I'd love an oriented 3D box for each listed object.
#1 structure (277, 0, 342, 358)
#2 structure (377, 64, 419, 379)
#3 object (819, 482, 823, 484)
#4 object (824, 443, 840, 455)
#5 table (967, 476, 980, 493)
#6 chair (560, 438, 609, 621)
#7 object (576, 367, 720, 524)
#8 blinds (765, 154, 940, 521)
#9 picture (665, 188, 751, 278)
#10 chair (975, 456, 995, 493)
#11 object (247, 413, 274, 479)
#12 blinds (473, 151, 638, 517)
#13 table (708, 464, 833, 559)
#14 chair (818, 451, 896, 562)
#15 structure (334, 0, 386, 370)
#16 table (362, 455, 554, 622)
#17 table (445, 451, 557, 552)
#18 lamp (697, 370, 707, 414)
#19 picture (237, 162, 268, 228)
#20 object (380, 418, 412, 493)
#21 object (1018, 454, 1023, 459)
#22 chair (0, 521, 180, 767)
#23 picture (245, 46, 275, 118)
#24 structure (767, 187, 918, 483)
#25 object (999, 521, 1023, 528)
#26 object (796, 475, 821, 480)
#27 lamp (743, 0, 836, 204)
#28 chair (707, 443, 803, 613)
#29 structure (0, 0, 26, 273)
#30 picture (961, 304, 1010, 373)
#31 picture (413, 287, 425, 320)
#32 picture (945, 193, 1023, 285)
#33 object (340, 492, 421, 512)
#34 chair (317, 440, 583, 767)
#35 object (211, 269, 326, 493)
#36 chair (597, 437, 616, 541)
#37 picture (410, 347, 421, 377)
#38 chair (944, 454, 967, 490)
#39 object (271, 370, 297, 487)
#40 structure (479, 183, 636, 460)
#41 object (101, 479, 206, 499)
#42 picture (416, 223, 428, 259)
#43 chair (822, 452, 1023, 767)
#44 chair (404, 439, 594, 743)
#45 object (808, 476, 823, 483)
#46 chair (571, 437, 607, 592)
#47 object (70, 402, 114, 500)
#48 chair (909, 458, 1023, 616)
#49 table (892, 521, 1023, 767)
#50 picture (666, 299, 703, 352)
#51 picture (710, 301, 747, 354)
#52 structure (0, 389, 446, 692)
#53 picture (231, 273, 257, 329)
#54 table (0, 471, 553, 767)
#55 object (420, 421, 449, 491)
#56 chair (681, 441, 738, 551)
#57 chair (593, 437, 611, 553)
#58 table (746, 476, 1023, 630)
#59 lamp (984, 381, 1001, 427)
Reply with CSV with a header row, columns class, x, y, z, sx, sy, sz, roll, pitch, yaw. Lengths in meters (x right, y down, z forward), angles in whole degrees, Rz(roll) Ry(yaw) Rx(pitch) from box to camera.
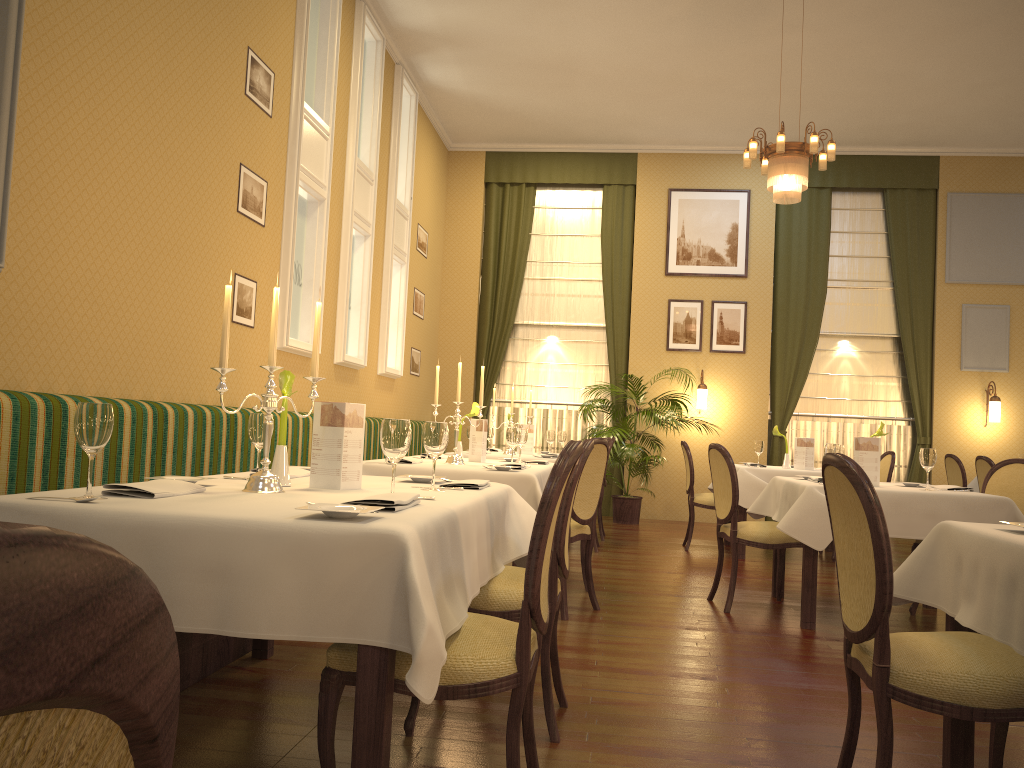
class,x,y,z,sx,sy,sz,roll,pitch,yaw
structure,-1.470,-1.701,6.292,0.200,2.985,0.687,2,-3,7
structure,-1.166,-1.558,8.735,0.200,2.985,0.670,2,-3,7
object,1.792,0.555,4.903,0.185,0.010,0.017,2,-3,8
object,1.800,0.450,4.993,0.088,0.229,0.088,5,-4,-41
table,5.174,1.274,8.143,1.385,0.759,2.152,2,-3,7
chair,0.211,0.761,4.891,0.571,0.955,0.530,1,-4,32
object,1.408,0.666,9.960,1.496,1.807,1.552,3,-3,-12
blinds,3.986,-0.561,10.387,1.878,4.537,0.129,2,-3,7
picture,2.340,-1.809,10.605,0.966,1.057,0.027,2,-3,7
chair,4.418,1.125,7.837,0.571,0.955,0.530,2,-3,7
object,-0.883,0.217,3.100,0.088,0.229,0.088,5,-4,-35
blinds,0.510,-0.711,10.839,1.934,4.537,0.225,3,-3,6
table,2.470,1.122,7.812,1.389,0.759,1.395,2,-3,9
chair,3.002,1.047,7.704,0.571,0.955,0.530,2,-3,7
structure,-1.323,-1.632,7.477,0.200,2.985,0.661,2,-3,7
table,-0.259,0.862,5.446,1.385,0.759,2.152,2,-3,7
table,0.074,1.019,8.120,1.385,0.759,2.152,2,-3,7
lamp,2.194,0.085,10.360,0.114,0.513,0.323,3,-3,-4
picture,-1.586,-1.150,5.428,0.008,0.294,0.401,2,-3,7
object,-0.329,0.213,2.486,0.088,0.229,0.088,5,-4,-35
object,4.884,0.786,8.477,0.088,0.229,0.088,5,-4,-35
chair,-0.391,0.480,0.096,0.571,0.955,0.530,2,-3,7
picture,-1.551,-1.853,5.465,0.008,0.294,0.401,2,-3,7
structure,3.992,-0.542,10.505,1.900,4.511,0.134,2,-3,7
object,1.460,0.404,2.448,0.160,0.024,0.160,2,-3,7
object,1.835,0.580,5.460,0.160,0.024,0.160,2,-3,7
lamp,2.001,-2.199,6.359,0.593,1.796,0.593,3,-3,5
chair,1.443,0.841,5.247,0.571,0.955,0.530,3,-3,-3
structure,-1.898,-1.962,2.835,0.200,3.103,0.956,2,-3,7
picture,5.417,-0.525,10.145,0.512,0.769,0.027,2,-3,7
picture,-1.034,-0.891,9.861,0.008,0.294,0.504,2,-3,7
picture,5.509,-1.673,10.201,0.966,1.057,0.027,2,-3,7
object,-0.335,0.303,2.290,0.142,0.033,0.273,2,-3,7
chair,-0.133,0.602,2.184,0.571,0.955,0.530,2,-3,7
object,-0.705,-0.010,2.593,0.131,0.655,0.390,1,-3,26
chair,0.671,0.966,8.367,0.571,0.955,0.530,2,-3,7
picture,-1.068,-0.242,9.814,0.008,0.294,0.437,2,-3,7
chair,4.513,1.169,8.602,0.571,0.955,0.530,2,-3,7
object,-0.738,0.139,2.863,0.076,0.375,0.163,3,-3,-11
structure,0.522,-0.692,10.951,1.942,4.511,0.123,2,-3,7
object,-0.934,0.275,2.332,0.142,0.033,0.273,2,-3,7
picture,-0.999,-1.593,9.898,0.008,0.294,0.504,2,-3,7
chair,1.070,0.664,2.226,0.571,0.955,0.530,2,-3,7
chair,-0.028,0.651,3.012,0.571,0.955,0.530,2,-3,7
object,1.832,0.563,5.190,0.142,0.033,0.273,2,-3,7
chair,0.307,0.808,5.698,0.571,0.955,0.530,2,-3,7
object,-1.009,0.160,2.129,0.088,0.229,0.088,5,-4,-35
chair,2.675,0.893,5.061,0.571,0.955,0.530,4,-3,-13
table,1.762,0.789,2.127,1.389,0.759,1.395,2,-3,9
picture,2.062,-0.698,10.578,0.412,0.619,0.022,2,-3,7
picture,2.567,-0.676,10.514,0.412,0.619,0.022,2,-3,7
structure,-1.490,0.575,3.610,0.850,1.031,14.516,2,-3,7
picture,-1.620,-0.501,5.376,0.008,0.294,0.313,2,-3,7
table,-0.592,0.706,2.767,1.385,0.759,2.152,2,-3,7
object,-0.259,0.242,2.970,0.088,0.229,0.088,5,-4,-35
chair,1.778,0.997,7.911,0.571,0.955,0.530,2,-3,7
chair,0.534,0.915,7.537,0.571,0.955,0.530,2,-3,7
table,2.137,0.966,5.139,1.389,0.759,1.395,2,-3,9
lamp,5.361,0.222,9.958,0.114,0.513,0.323,3,-3,-4
